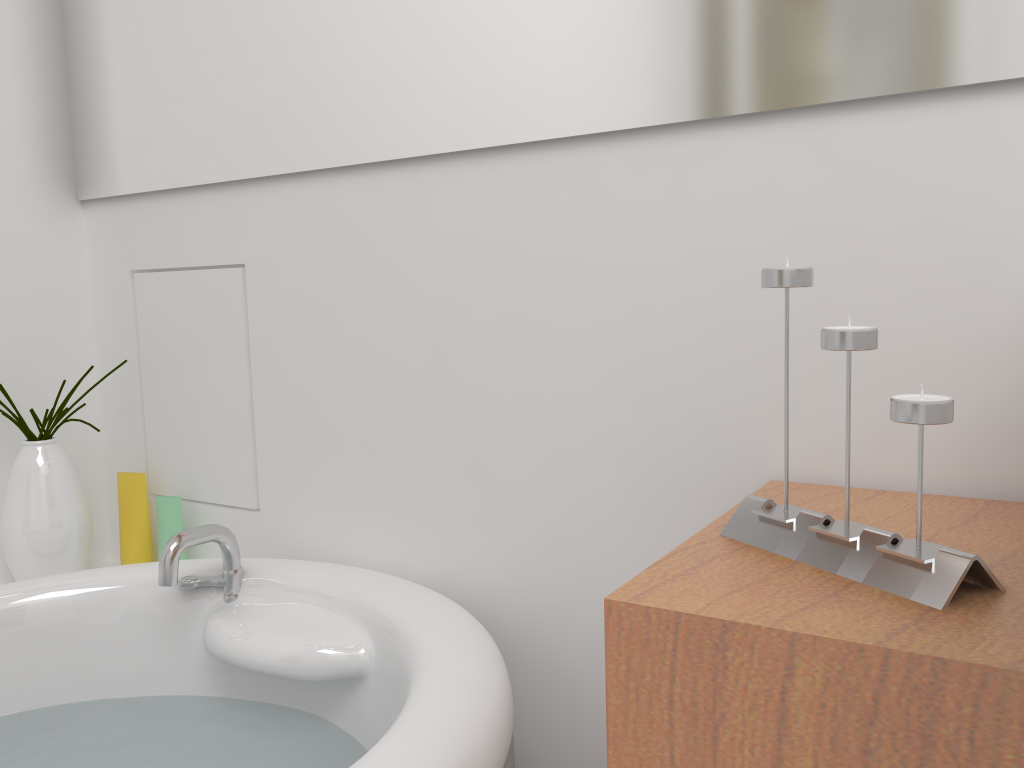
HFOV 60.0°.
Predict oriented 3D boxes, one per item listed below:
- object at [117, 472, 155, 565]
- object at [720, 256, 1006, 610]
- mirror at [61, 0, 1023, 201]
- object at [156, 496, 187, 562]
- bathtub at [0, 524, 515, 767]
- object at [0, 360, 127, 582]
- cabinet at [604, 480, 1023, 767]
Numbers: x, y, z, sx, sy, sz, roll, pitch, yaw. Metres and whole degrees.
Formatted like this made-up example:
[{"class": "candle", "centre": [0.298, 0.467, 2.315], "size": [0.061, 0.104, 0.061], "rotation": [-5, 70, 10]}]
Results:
[{"class": "object", "centre": [-0.553, 0.210, 1.301], "size": [0.047, 0.162, 0.047], "rotation": [-5, 7, -32]}, {"class": "object", "centre": [0.217, 0.017, 0.573], "size": [0.059, 0.203, 0.182], "rotation": [-5, 7, -27]}, {"class": "mirror", "centre": [0.427, -0.677, 0.620], "size": [2.600, 0.887, 0.022], "rotation": [2, 7, 32]}, {"class": "object", "centre": [-0.484, 0.225, 1.260], "size": [0.038, 0.133, 0.038], "rotation": [-4, 7, -24]}, {"class": "bathtub", "centre": [-0.672, 0.558, 0.366], "size": [1.055, 0.674, 1.863], "rotation": [2, 7, 32]}, {"class": "object", "centre": [-0.629, 0.136, 1.211], "size": [0.215, 0.326, 0.154], "rotation": [-5, 7, -27]}, {"class": "cabinet", "centre": [0.762, 0.487, 0.338], "size": [1.635, 0.719, 0.355], "rotation": [2, 7, 32]}]
